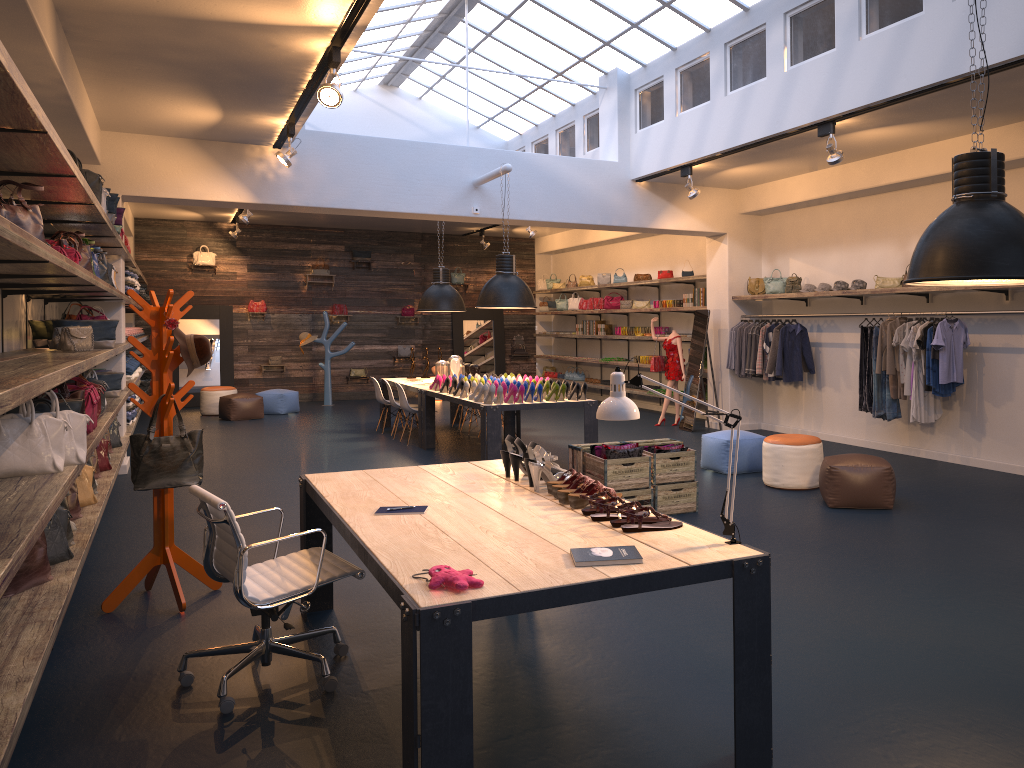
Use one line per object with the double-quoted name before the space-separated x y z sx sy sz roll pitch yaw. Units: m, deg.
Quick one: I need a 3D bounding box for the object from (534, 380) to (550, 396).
"object" 0.318 0.050 9.607 0.217 0.195 0.225 -1 3 -28

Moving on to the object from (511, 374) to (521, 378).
"object" 0.022 -0.038 10.916 0.215 0.195 0.226 -1 2 -24

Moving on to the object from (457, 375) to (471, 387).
"object" -0.592 -0.018 10.615 0.218 0.195 0.223 -1 3 -32

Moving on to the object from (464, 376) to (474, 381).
"object" -0.537 -0.002 10.378 0.214 0.195 0.228 -1 2 -21

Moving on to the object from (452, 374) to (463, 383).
"object" -0.700 -0.035 10.860 0.215 0.195 0.226 -1 2 -24

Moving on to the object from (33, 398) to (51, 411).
"object" -2.352 0.225 4.305 0.358 0.309 0.147 -1 1 -17

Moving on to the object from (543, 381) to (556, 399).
"object" 0.388 0.066 9.372 0.215 0.195 0.226 -1 2 -24

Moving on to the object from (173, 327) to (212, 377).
"object" -1.803 -0.182 4.923 0.193 0.290 0.257 0 2 -16

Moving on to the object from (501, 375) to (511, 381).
"object" -0.108 -0.015 10.568 0.217 0.195 0.225 -1 3 -28

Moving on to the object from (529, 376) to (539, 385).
"object" 0.239 -0.007 10.462 0.212 0.195 0.230 -1 2 -17

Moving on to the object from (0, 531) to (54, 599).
"object" -2.147 0.727 3.791 0.209 0.338 0.389 0 2 16

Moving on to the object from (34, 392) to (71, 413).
"object" -2.357 0.209 4.437 0.249 0.329 0.103 -1 1 -20

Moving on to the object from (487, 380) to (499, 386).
"object" -0.234 0.048 9.631 0.212 0.195 0.230 -1 2 -16

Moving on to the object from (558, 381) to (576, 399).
"object" 0.604 0.058 9.486 0.215 0.195 0.226 -1 2 -24

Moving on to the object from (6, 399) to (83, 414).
"object" -2.442 0.225 4.545 0.345 0.285 0.179 0 1 -7

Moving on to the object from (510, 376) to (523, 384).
"object" 0.028 -0.001 10.365 0.215 0.195 0.226 -1 2 -24

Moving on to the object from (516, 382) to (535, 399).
"object" 0.149 0.071 9.293 0.215 0.195 0.226 -1 2 -24

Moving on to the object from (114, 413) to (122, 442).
"object" -3.929 0.416 8.423 0.207 0.338 0.393 0 2 19

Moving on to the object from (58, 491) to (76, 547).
"object" -2.369 0.686 4.417 0.207 0.338 0.393 0 2 19

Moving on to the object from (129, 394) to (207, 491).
"object" -1.869 0.318 4.717 0.398 0.524 0.189 0 1 -19

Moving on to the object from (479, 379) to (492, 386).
"object" -0.326 0.032 9.875 0.215 0.195 0.226 -1 2 -24

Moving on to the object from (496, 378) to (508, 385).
"object" -0.132 0.022 10.018 0.222 0.195 0.227 -1 2 -24

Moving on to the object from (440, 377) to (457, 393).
"object" -0.743 0.006 10.258 0.215 0.195 0.226 -1 2 -24

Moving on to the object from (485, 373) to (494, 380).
"object" -0.313 -0.048 11.067 0.215 0.195 0.226 -1 2 -24

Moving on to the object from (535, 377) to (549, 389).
"object" 0.347 0.009 10.219 0.216 0.195 0.225 -1 3 -28

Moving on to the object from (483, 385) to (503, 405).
"object" -0.180 0.105 8.791 0.213 0.195 0.229 -1 2 -18

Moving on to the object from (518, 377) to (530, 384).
"object" 0.108 0.016 10.113 0.215 0.195 0.226 -1 2 -24

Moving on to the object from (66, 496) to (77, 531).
"object" -2.574 0.653 4.703 0.171 0.367 0.400 0 2 20

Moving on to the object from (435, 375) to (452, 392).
"object" -0.830 -0.011 10.504 0.216 0.195 0.233 0 2 -12

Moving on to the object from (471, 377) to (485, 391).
"object" -0.415 0.014 10.133 0.215 0.195 0.226 -1 2 -24

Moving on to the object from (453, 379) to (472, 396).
"object" -0.553 0.037 9.795 0.217 0.195 0.225 -1 3 -28

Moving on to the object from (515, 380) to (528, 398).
"object" 0.077 0.055 9.529 0.216 0.195 0.225 -1 2 -26

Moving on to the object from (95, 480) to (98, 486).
"object" -3.099 0.562 6.053 0.171 0.367 0.400 0 2 20

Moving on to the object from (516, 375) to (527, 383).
"object" 0.098 -0.023 10.688 0.215 0.195 0.226 -1 2 -24

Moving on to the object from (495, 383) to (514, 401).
"object" -0.068 0.080 9.157 0.215 0.195 0.226 -1 2 -24

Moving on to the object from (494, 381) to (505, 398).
"object" -0.155 0.064 9.396 0.213 0.195 0.229 -1 2 -19

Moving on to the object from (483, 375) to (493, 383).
"object" -0.316 -0.010 10.488 0.215 0.195 0.226 -1 2 -24

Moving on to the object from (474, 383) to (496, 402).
"object" -0.277 0.088 9.040 0.218 0.195 0.223 -1 3 -32

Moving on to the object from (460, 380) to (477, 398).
"object" -0.469 0.053 9.553 0.211 0.195 0.231 -1 2 -15

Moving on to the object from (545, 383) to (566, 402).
"object" 0.464 0.082 9.126 0.217 0.195 0.224 -1 3 -31

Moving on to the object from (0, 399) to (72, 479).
"object" -2.201 0.215 3.855 0.177 0.386 0.462 1 2 45

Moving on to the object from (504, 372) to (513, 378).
"object" -0.074 -0.054 11.150 0.215 0.195 0.226 -1 2 -24

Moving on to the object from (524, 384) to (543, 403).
"object" 0.232 0.089 9.033 0.212 0.195 0.230 -1 2 -16

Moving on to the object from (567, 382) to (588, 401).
"object" 0.703 0.075 9.241 0.215 0.195 0.226 -1 2 -24

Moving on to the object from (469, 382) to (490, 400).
"object" -0.346 0.071 9.296 0.218 0.195 0.222 -2 3 -37

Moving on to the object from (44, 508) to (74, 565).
"object" -2.276 0.677 4.127 0.186 0.385 0.441 0 2 17

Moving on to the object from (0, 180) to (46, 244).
"object" -2.162 -0.721 3.790 0.209 0.338 0.389 0 2 16

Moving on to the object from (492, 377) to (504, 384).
"object" -0.192 0.006 10.260 0.215 0.195 0.226 -1 2 -24

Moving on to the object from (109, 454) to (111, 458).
"object" -3.596 0.476 7.327 0.171 0.367 0.400 0 2 20

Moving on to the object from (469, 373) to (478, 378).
"object" -0.503 -0.041 10.948 0.213 0.195 0.230 -1 2 -17

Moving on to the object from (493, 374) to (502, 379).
"object" -0.204 -0.031 10.816 0.216 0.195 0.225 -1 2 -26

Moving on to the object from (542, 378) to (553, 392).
"object" 0.381 0.026 9.967 0.212 0.195 0.231 -1 2 -15

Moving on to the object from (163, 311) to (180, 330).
"object" -1.859 -0.349 4.740 0.084 0.112 0.060 -1 2 -43

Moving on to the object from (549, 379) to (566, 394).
"object" 0.523 0.041 9.738 0.215 0.195 0.226 -1 2 -24

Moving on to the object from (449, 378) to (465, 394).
"object" -0.627 0.020 10.043 0.212 0.195 0.230 -1 2 -16

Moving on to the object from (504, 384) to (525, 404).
"object" 0.032 0.097 8.909 0.216 0.195 0.225 -1 3 -27

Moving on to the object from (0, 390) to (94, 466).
"object" -2.215 0.200 4.090 0.177 0.386 0.462 1 2 45

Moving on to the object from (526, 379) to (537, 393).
"object" 0.179 0.035 9.833 0.215 0.195 0.226 -1 2 -24

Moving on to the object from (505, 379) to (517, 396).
"object" -0.038 0.041 9.744 0.215 0.195 0.226 -1 2 -24

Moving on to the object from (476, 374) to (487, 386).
"object" -0.400 -0.025 10.714 0.215 0.195 0.226 -1 2 -24
